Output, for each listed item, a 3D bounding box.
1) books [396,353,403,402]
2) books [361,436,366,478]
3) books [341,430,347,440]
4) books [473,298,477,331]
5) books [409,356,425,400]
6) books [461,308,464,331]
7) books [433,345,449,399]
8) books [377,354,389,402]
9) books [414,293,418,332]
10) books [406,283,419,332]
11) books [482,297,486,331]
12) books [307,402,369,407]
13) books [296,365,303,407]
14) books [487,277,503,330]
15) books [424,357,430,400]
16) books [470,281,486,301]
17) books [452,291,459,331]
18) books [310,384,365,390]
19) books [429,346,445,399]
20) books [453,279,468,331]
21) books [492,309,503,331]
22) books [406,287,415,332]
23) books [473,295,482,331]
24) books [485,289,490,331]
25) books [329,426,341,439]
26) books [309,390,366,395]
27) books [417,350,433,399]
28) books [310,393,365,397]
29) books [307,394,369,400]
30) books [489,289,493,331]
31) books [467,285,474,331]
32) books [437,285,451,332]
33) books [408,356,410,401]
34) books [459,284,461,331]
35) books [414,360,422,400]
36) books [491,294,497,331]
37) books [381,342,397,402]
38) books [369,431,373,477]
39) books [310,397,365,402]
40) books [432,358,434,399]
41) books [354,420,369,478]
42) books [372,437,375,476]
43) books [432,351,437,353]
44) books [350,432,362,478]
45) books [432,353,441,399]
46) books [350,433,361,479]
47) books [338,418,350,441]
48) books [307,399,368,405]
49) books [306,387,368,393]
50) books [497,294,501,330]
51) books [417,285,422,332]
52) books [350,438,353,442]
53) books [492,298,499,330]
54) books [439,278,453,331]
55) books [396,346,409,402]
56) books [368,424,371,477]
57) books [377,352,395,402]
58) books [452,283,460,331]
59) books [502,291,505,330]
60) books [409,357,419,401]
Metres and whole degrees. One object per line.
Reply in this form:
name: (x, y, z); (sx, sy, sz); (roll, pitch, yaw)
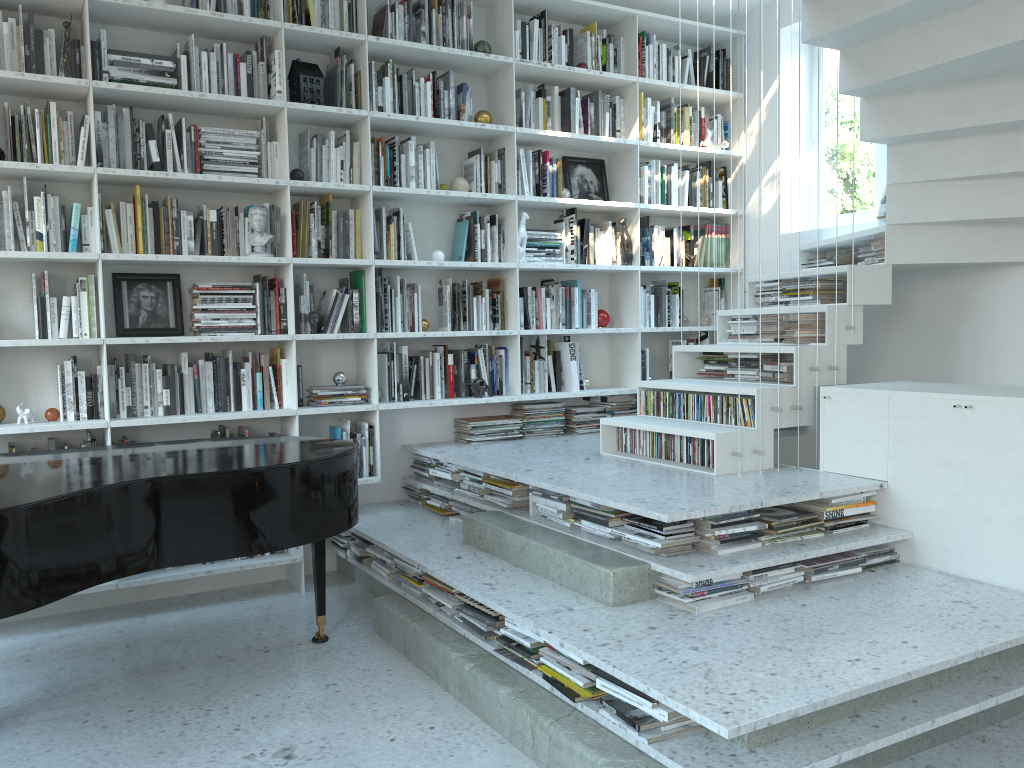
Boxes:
books: (-0.631, -0.038, 4.761); (0.023, 0.256, 0.178); (-3, 5, -29)
books: (-0.792, 0.372, 4.590); (0.011, 0.212, 0.178); (-3, 4, -29)
books: (-0.880, 0.359, 4.548); (0.014, 0.246, 0.176); (-3, 5, -29)
books: (-0.246, -0.388, 4.958); (0.018, 0.182, 0.182); (-3, 4, -29)
books: (-0.519, -0.035, 4.853); (0.029, 0.235, 0.142); (-3, 5, -29)
books: (-0.314, -0.400, 4.964); (0.031, 0.209, 0.122); (-3, 5, -29)
books: (-0.394, -0.069, 4.898); (0.012, 0.293, 0.175); (-3, 5, -29)
books: (-0.697, -0.034, 4.745); (0.012, 0.254, 0.160); (-3, 5, -29)
books: (-0.554, -0.384, 4.799); (0.014, 0.207, 0.180); (-3, 4, -29)
books: (-0.545, -0.412, 4.808); (0.014, 0.261, 0.141); (-3, 5, -29)
books: (-0.199, -0.391, 4.991); (0.019, 0.183, 0.190); (-3, 4, -29)
books: (-0.900, 0.101, 4.573); (0.285, 0.012, 0.159); (-3, 4, -26)
books: (-1.103, 0.009, 4.528); (0.030, 0.210, 0.136); (-3, 5, -29)
books: (-0.096, -0.453, 5.045); (0.007, 0.296, 0.162); (-3, 5, -29)
books: (-0.494, -0.033, 4.863); (0.024, 0.228, 0.159); (-3, 5, -29)
books: (-0.191, -0.437, 4.997); (0.006, 0.274, 0.172); (-3, 5, -29)
books: (-0.339, -0.400, 4.912); (0.015, 0.216, 0.177); (-3, 4, -29)
books: (-0.900, 0.017, 4.562); (0.254, 0.012, 0.160); (-2, 4, -20)
books: (-0.415, -0.066, 4.912); (0.012, 0.285, 0.159); (-3, 5, -29)
books: (-0.287, -0.439, 4.962); (0.007, 0.285, 0.159); (-3, 5, -29)
books: (-0.089, -0.425, 5.087); (0.007, 0.235, 0.131); (-3, 5, -29)
books: (-0.569, -0.399, 4.793); (0.015, 0.238, 0.176); (-3, 5, -29)
books: (-0.215, -0.397, 4.986); (0.015, 0.195, 0.175); (-3, 4, -29)
books: (-0.179, -0.416, 5.004); (0.018, 0.230, 0.181); (-3, 5, -29)
books: (-0.903, 0.351, 4.544); (0.005, 0.264, 0.162); (-3, 5, -29)
books: (-0.899, 0.041, 4.562); (0.254, 0.012, 0.160); (-3, 4, -29)
books: (-0.477, -0.053, 4.869); (0.014, 0.268, 0.171); (-3, 5, -29)
books: (-0.903, 0.053, 4.573); (0.254, 0.012, 0.160); (-3, 4, -24)
books: (-0.901, 0.065, 4.570); (0.285, 0.012, 0.159); (-3, 4, -26)
books: (-0.155, -0.419, 5.032); (0.021, 0.232, 0.155); (-3, 5, -29)
books: (-0.263, -0.421, 4.947); (0.018, 0.251, 0.184); (-3, 5, -29)
books: (-0.375, -0.417, 4.908); (0.019, 0.252, 0.130); (-3, 5, -29)
books: (-0.595, -0.051, 4.790); (0.010, 0.277, 0.174); (-3, 5, -29)
books: (-0.322, -0.423, 4.936); (0.008, 0.259, 0.158); (-3, 5, -29)
books: (-0.532, -0.025, 4.835); (0.011, 0.217, 0.175); (-3, 5, -29)
books: (-0.126, -0.407, 5.051); (0.016, 0.205, 0.141); (-3, 5, -29)
books: (-0.658, -0.066, 4.743); (0.010, 0.317, 0.186); (-3, 5, -29)
books: (-0.758, 0.359, 4.626); (0.013, 0.233, 0.149); (-3, 5, -29)
books: (-0.901, 0.077, 4.573); (0.254, 0.012, 0.160); (-3, 4, -23)
books: (-0.468, -0.031, 4.881); (0.012, 0.221, 0.153); (-3, 5, -29)
books: (-0.783, 0.334, 4.602); (0.021, 0.285, 0.172); (-3, 5, -29)
books: (-0.753, 0.371, 4.644); (0.012, 0.206, 0.160); (-3, 5, -29)
books: (-0.442, -0.053, 4.913); (0.016, 0.261, 0.098); (-3, 5, -29)
books: (-0.811, 0.365, 4.599); (0.012, 0.226, 0.149); (-3, 5, -29)
books: (-0.444, -0.047, 4.875); (0.025, 0.253, 0.181); (-3, 5, -29)
books: (-0.819, 0.367, 4.575); (0.026, 0.225, 0.175); (-3, 5, -29)
books: (-0.869, 0.330, 4.574); (0.032, 0.300, 0.148); (-3, 5, -29)
books: (-0.902, 0.089, 4.576); (0.285, 0.012, 0.159); (-3, 4, -24)
books: (-0.903, 0.029, 4.570); (0.285, 0.012, 0.159); (-3, 4, -25)
books: (-0.108, -0.407, 5.050); (0.013, 0.204, 0.158); (-3, 5, -29)
books: (-0.533, -0.408, 4.815); (0.013, 0.251, 0.172); (-3, 5, -29)
books: (-0.848, 0.378, 4.588); (0.013, 0.202, 0.139); (-3, 5, -29)
books: (-0.125, -0.393, 5.020); (0.016, 0.180, 0.189); (-3, 4, -29)
books: (-0.367, -0.437, 4.926); (0.016, 0.290, 0.131); (-3, 5, -29)
books: (-0.608, -0.058, 4.771); (0.030, 0.294, 0.188); (-3, 5, -29)
books: (-0.777, 0.340, 4.630); (0.015, 0.271, 0.157); (-3, 5, -29)
books: (-0.672, -0.039, 4.736); (0.023, 0.262, 0.186); (-3, 5, -29)
books: (-0.333, -0.425, 4.930); (0.015, 0.262, 0.149); (-3, 5, -29)
books: (-0.078, -0.420, 5.083); (0.009, 0.224, 0.146); (-3, 5, -29)
books: (-0.564, -0.030, 4.815); (0.065, 0.231, 0.162); (-3, 5, -29)
